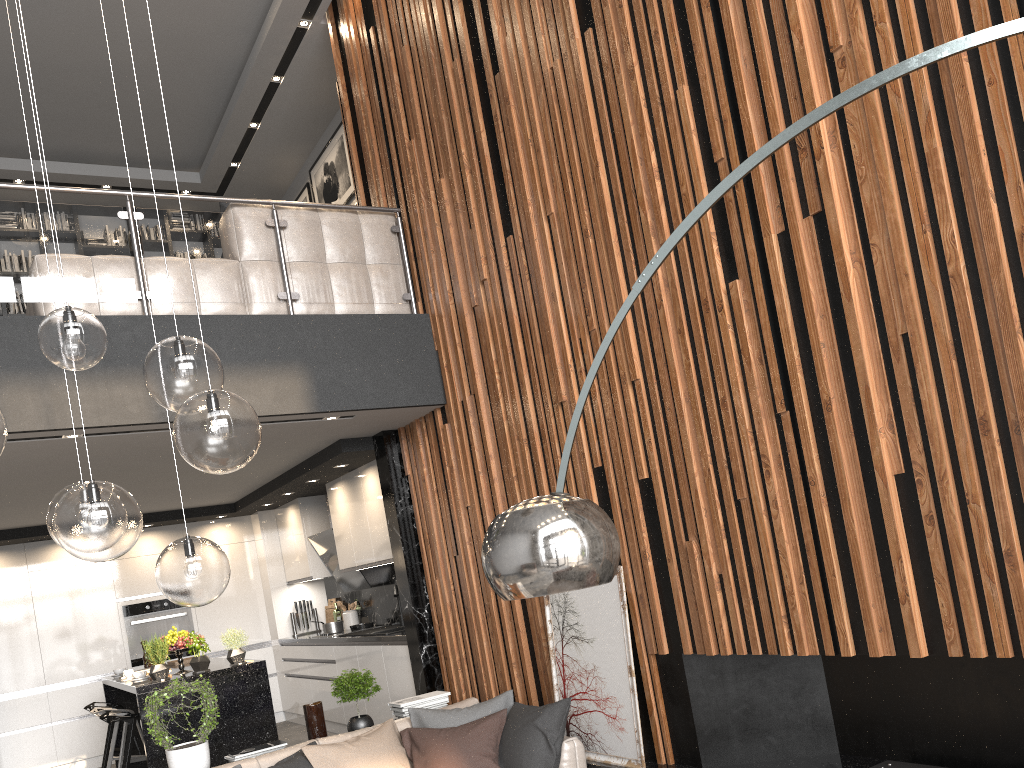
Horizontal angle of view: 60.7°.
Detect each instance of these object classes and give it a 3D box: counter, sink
[{"bbox_3d":[-1.375,2.301,8.071,0.605,0.040,3.541,-3,-13,-31],"label":"counter"},{"bbox_3d":[-1.094,2.029,7.593,0.493,0.541,1.139,-6,-10,-32],"label":"sink"}]

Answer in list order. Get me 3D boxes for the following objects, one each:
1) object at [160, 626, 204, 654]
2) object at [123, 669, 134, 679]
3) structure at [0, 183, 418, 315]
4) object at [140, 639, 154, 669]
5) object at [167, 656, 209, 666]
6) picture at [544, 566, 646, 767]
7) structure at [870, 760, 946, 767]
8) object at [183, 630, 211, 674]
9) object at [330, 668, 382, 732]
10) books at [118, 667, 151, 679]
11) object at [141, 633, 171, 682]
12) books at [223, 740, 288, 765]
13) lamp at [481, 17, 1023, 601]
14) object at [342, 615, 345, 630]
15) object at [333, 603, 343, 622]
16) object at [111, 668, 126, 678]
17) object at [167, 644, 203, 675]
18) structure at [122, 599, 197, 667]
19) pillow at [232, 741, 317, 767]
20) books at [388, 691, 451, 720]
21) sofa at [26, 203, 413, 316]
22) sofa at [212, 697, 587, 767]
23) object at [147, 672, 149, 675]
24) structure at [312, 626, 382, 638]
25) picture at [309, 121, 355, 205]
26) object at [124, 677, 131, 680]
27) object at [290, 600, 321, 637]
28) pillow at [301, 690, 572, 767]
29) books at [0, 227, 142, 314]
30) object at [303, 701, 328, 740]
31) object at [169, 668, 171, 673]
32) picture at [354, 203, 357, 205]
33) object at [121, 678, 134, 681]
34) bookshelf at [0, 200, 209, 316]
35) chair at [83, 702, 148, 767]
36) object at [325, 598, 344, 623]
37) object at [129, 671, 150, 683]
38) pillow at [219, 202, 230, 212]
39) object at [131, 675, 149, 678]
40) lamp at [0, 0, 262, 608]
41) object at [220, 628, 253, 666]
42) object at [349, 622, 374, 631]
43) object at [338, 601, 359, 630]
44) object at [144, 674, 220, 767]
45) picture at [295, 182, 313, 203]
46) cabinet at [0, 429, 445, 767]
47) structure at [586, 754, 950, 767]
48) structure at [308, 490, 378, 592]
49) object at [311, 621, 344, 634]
[{"bbox_3d":[-2.554,1.951,6.692,0.344,0.212,0.326,-4,-10,-34],"label":"object"},{"bbox_3d":[-3.083,2.339,7.048,0.077,0.070,0.084,-12,-8,17],"label":"object"},{"bbox_3d":[-3.291,-0.277,6.113,4.189,0.731,3.458,-3,-13,-31],"label":"structure"},{"bbox_3d":[-3.237,2.431,7.912,0.204,0.281,0.149,-14,-6,41],"label":"object"},{"bbox_3d":[-2.978,2.538,8.037,0.288,0.030,0.410,-3,-13,-32],"label":"object"},{"bbox_3d":[0.410,1.477,4.594,0.100,0.988,0.745,-9,-5,-32],"label":"picture"},{"bbox_3d":[1.621,1.511,3.266,0.297,0.102,0.728,-4,-12,-31],"label":"structure"},{"bbox_3d":[-2.296,1.952,6.393,0.177,0.309,0.176,-8,-4,-21],"label":"object"},{"bbox_3d":[-0.908,1.867,5.124,0.312,0.404,0.272,-12,-5,18],"label":"object"},{"bbox_3d":[-3.150,2.440,7.406,0.320,0.038,0.176,-3,-13,-32],"label":"books"},{"bbox_3d":[-2.531,1.941,6.276,0.198,0.365,0.187,-11,-4,13],"label":"object"},{"bbox_3d":[-1.410,2.048,4.801,0.323,0.098,0.209,-4,-11,-31],"label":"books"},{"bbox_3d":[0.847,0.580,1.506,2.069,2.312,0.317,-14,-4,35],"label":"lamp"},{"bbox_3d":[-1.767,2.466,9.081,0.178,0.161,0.279,-6,-10,-32],"label":"object"},{"bbox_3d":[-1.810,2.428,9.156,0.088,0.280,0.083,-8,-3,-32],"label":"object"},{"bbox_3d":[-3.402,2.506,7.595,0.157,0.069,0.155,-15,-11,26],"label":"object"},{"bbox_3d":[-2.527,2.111,6.674,0.371,0.186,0.369,-14,-10,21],"label":"object"},{"bbox_3d":[-3.787,2.631,9.325,0.649,0.626,0.666,-6,-8,-32],"label":"structure"},{"bbox_3d":[-1.564,2.058,3.907,1.926,0.494,0.555,-3,-10,-32],"label":"pillow"},{"bbox_3d":[-0.548,1.965,5.276,0.330,0.149,0.204,-4,-10,-31],"label":"books"},{"bbox_3d":[-2.189,-0.467,6.210,2.259,0.773,2.342,-4,-12,-31],"label":"sofa"},{"bbox_3d":[-0.970,2.094,3.685,3.219,0.809,1.921,-3,-12,-31],"label":"sofa"},{"bbox_3d":[-2.940,2.321,7.010,0.074,0.042,0.131,-3,-12,-39],"label":"object"},{"bbox_3d":[-1.596,2.392,8.440,0.506,0.059,0.615,-3,-13,-31],"label":"structure"},{"bbox_3d":[-1.653,-1.870,8.041,0.024,0.648,1.015,-9,-8,-32],"label":"picture"},{"bbox_3d":[-3.062,2.348,7.003,0.131,0.027,0.027,-13,-7,18],"label":"object"},{"bbox_3d":[-2.255,2.533,9.508,0.319,0.369,0.068,-6,-4,-32],"label":"object"},{"bbox_3d":[-0.337,1.974,4.536,1.382,0.542,0.774,-10,-8,-1],"label":"pillow"},{"bbox_3d":[-4.025,-0.570,8.741,3.411,2.307,0.216,-5,-4,-32],"label":"books"},{"bbox_3d":[-1.114,1.948,4.981,0.108,0.265,0.111,-8,-4,-26],"label":"object"},{"bbox_3d":[-2.743,2.248,6.859,0.130,0.059,0.071,-4,-9,-32],"label":"object"},{"bbox_3d":[-1.382,-1.338,7.751,0.021,0.437,0.366,-9,-5,-32],"label":"picture"},{"bbox_3d":[-3.000,2.352,7.013,0.226,0.003,0.234,-3,-13,-31],"label":"object"},{"bbox_3d":[-4.022,-0.524,8.747,3.492,2.490,0.253,-5,-4,-32],"label":"bookshelf"},{"bbox_3d":[-3.076,2.910,6.959,0.430,0.728,1.770,-7,-10,-32],"label":"chair"},{"bbox_3d":[-1.918,2.479,9.437,0.096,0.327,0.410,-8,-7,-32],"label":"object"},{"bbox_3d":[-2.784,2.191,6.551,0.157,0.070,0.155,-15,-11,26],"label":"object"},{"bbox_3d":[-1.638,-0.801,6.198,0.760,0.540,1.409,-10,-10,-2],"label":"pillow"},{"bbox_3d":[-2.945,2.337,7.007,0.191,0.012,0.195,-10,-11,0],"label":"object"},{"bbox_3d":[-1.590,-1.746,2.627,1.218,4.950,1.254,-8,-3,-35],"label":"lamp"},{"bbox_3d":[-2.069,1.959,6.559,0.219,0.281,0.215,-8,-6,-19],"label":"object"},{"bbox_3d":[-1.473,2.313,8.331,0.237,0.060,0.351,-18,-13,36],"label":"object"},{"bbox_3d":[-1.640,2.333,8.878,0.173,0.302,0.161,-8,-5,-29],"label":"object"},{"bbox_3d":[-1.731,1.831,4.623,0.219,0.570,0.382,-13,-5,38],"label":"object"},{"bbox_3d":[-2.126,-1.374,8.903,0.024,0.983,0.891,-9,-6,-32],"label":"picture"},{"bbox_3d":[-2.801,1.924,7.431,3.590,3.206,6.352,-6,-10,-32],"label":"cabinet"},{"bbox_3d":[1.385,1.847,3.596,0.662,0.452,6.690,-5,-12,-32],"label":"structure"},{"bbox_3d":[-1.664,1.516,8.523,0.409,1.020,0.754,-8,-5,-32],"label":"structure"},{"bbox_3d":[-1.794,2.380,8.594,0.198,0.152,0.356,-3,-12,-41],"label":"object"}]
